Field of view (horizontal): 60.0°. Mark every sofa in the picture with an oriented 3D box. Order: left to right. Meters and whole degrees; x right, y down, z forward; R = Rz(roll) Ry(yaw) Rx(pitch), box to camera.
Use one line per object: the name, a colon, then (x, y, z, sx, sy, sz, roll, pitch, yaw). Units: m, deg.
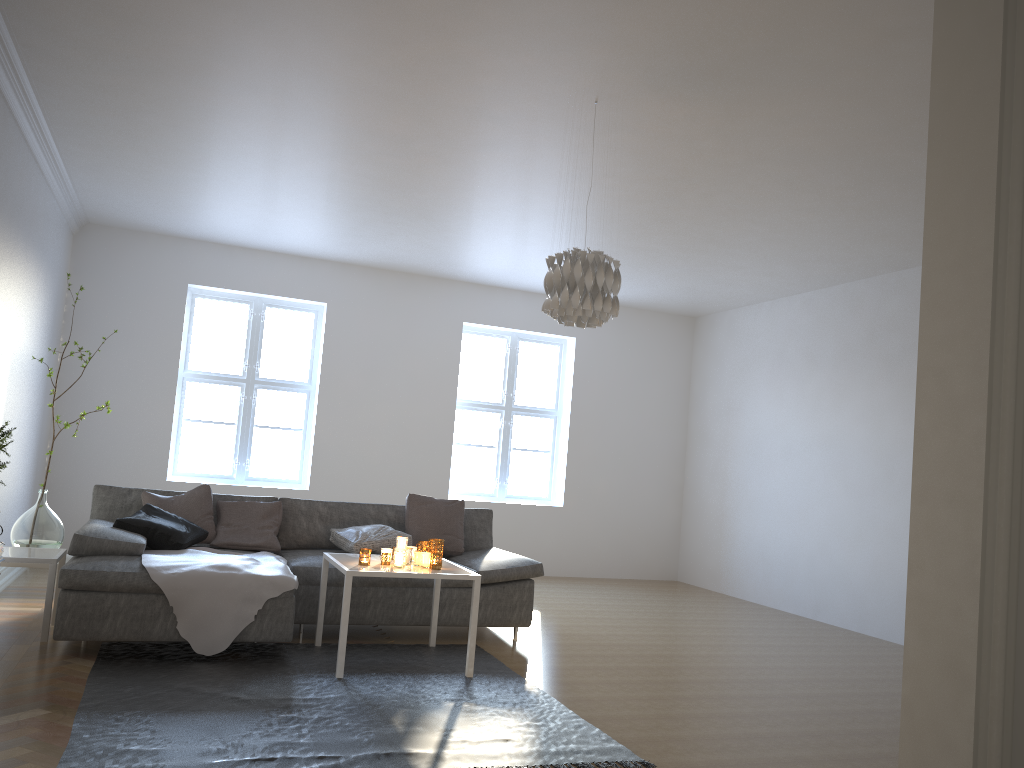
sofa: (-1.138, 1.097, 5.244, 2.633, 0.771, 1.556, 7, -5, -20)

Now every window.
window: (-2.404, 0.056, 8.064, 1.201, 1.707, 0.077, 6, -5, -20)
window: (-0.065, 0.327, 8.936, 1.201, 1.707, 0.077, 6, -5, -20)

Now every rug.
rug: (-0.767, 1.349, 3.852, 2.016, 0.055, 2.113, 7, -6, -20)

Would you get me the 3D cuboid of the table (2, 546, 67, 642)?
table: (-2.568, 1.070, 4.553, 0.423, 0.411, 0.437, 6, -5, -20)

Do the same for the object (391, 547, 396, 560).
object: (-0.629, 0.916, 4.793, 0.054, 0.068, 0.047, 2, -5, 30)

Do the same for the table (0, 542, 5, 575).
table: (-2.492, 0.982, 4.033, 0.247, 0.498, 0.327, 6, -5, -20)

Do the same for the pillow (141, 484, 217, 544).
pillow: (-2.009, 0.801, 5.366, 0.430, 0.402, 0.324, 8, -6, -33)

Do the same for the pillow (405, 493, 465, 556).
pillow: (-0.512, 0.940, 5.924, 0.426, 0.389, 0.242, 6, -5, -20)

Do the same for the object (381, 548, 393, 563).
object: (-0.654, 0.895, 4.617, 0.060, 0.073, 0.060, 4, -5, 5)

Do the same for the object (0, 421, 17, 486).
object: (-2.193, 0.373, 3.505, 0.368, 0.526, 0.438, 6, -5, -20)

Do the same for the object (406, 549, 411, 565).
object: (-0.560, 0.905, 4.643, 0.060, 0.073, 0.060, 2, -5, 25)

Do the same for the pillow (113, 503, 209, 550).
pillow: (-1.972, 0.818, 5.003, 0.401, 0.248, 0.421, 5, -5, 0)

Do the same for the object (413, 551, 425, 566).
object: (-0.485, 0.910, 4.627, 0.060, 0.073, 0.060, 8, -5, -31)

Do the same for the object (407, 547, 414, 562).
object: (-0.561, 0.916, 4.755, 0.060, 0.073, 0.060, 4, -5, 5)

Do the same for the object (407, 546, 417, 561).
object: (-0.549, 0.923, 4.821, 0.060, 0.073, 0.060, 2, -5, 31)

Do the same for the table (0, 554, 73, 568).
table: (-2.749, 1.145, 5.020, 0.423, 0.319, 0.437, 6, -5, -20)

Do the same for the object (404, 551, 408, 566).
object: (-0.571, 0.897, 4.565, 0.060, 0.073, 0.060, 9, -6, -40)

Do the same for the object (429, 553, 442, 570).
object: (-0.389, 0.906, 4.531, 0.060, 0.079, 0.060, 7, -5, -30)

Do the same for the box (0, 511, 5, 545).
box: (-2.387, 0.566, 3.878, 0.298, 0.315, 0.420, 6, -5, -20)

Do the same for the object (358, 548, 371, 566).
object: (-0.741, 0.872, 4.469, 0.060, 0.079, 0.060, 7, -5, -26)

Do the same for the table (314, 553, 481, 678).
table: (-0.614, 1.189, 4.622, 0.675, 0.504, 0.715, 6, -5, -20)

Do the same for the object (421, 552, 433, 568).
object: (-0.442, 0.909, 4.579, 0.060, 0.073, 0.060, 8, -5, -31)

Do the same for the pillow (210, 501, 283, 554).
pillow: (-1.622, 0.870, 5.450, 0.415, 0.311, 0.337, 6, -5, -15)

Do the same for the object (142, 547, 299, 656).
object: (-1.557, 1.112, 4.616, 0.812, 0.436, 0.726, 7, -5, -22)

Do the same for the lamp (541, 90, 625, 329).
lamp: (0.352, -0.798, 4.110, 0.355, 1.064, 0.355, 3, -5, 22)

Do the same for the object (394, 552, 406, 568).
object: (-0.571, 0.891, 4.499, 0.060, 0.073, 0.060, 9, -6, -40)

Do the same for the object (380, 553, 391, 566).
object: (-0.646, 0.896, 4.539, 0.052, 0.058, 0.050, 1, -6, 39)

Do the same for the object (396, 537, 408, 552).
object: (-0.564, 0.822, 4.536, 0.060, 0.073, 0.060, 5, -5, -4)

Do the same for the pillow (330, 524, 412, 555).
pillow: (-0.883, 0.984, 5.563, 0.405, 0.194, 0.406, 8, -6, -34)

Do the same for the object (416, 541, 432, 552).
object: (-0.478, 0.915, 4.846, 0.080, 0.104, 0.080, 7, -5, -30)

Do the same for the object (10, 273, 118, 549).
object: (-2.489, 0.167, 5.047, 0.775, 1.672, 0.340, 2, -5, 29)

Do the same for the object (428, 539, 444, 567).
object: (-0.400, 0.885, 4.643, 0.090, 0.139, 0.087, 1, -6, 40)
